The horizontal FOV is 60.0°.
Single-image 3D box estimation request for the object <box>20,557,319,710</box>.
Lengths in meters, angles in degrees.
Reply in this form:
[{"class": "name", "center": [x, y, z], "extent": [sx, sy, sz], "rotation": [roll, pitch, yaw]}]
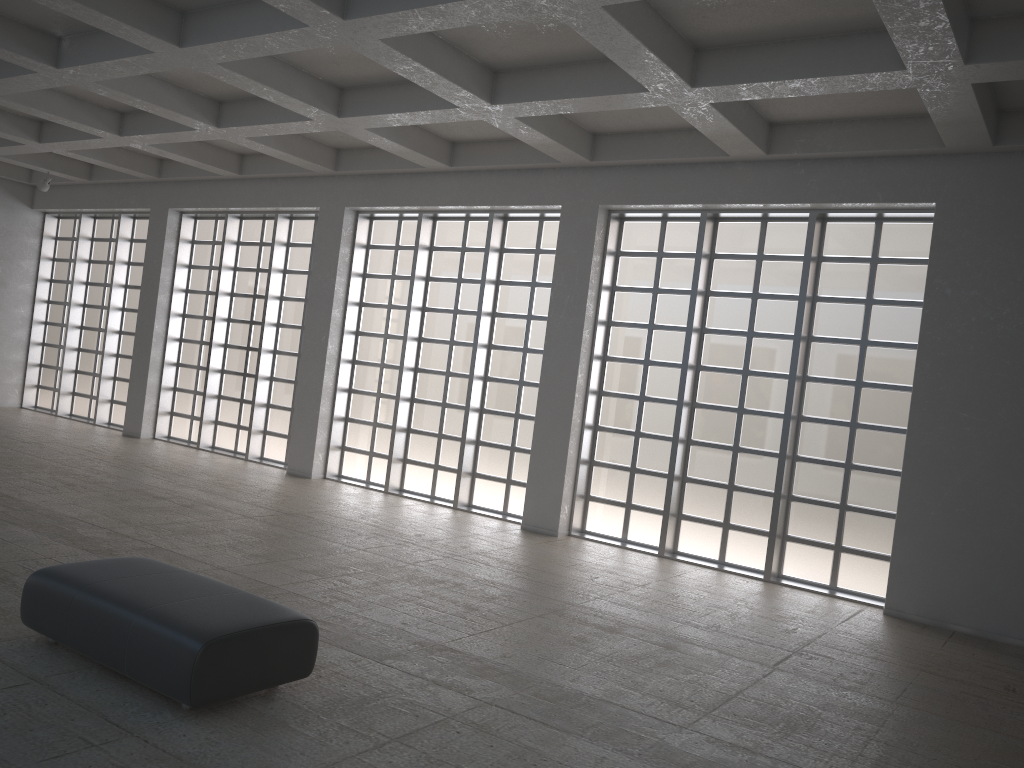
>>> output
[{"class": "object", "center": [-3.701, 2.573, 9.509], "extent": [3.044, 0.828, 1.616], "rotation": [7, 0, 34]}]
